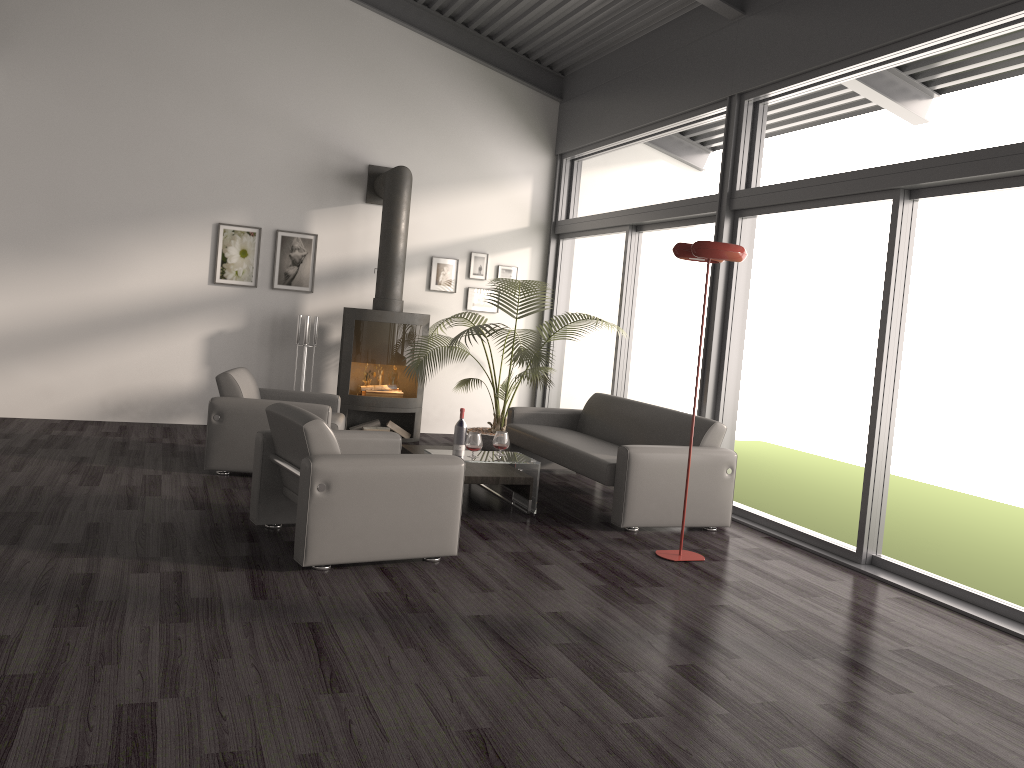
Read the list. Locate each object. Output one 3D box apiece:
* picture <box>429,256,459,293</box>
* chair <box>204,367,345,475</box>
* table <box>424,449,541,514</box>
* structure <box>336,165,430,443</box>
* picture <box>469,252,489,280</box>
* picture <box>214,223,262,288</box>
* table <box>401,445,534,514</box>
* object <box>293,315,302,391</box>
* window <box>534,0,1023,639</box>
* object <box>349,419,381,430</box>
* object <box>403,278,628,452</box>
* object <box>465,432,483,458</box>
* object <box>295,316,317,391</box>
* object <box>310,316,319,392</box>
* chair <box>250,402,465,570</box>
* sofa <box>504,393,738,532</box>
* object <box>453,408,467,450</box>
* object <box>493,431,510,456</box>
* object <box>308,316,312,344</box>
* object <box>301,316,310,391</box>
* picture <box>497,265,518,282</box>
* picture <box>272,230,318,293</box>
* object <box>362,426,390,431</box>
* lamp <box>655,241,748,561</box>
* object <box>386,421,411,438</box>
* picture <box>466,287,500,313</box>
[{"bbox_3d":[-0.703,-1.134,9.205,0.288,0.352,0.015,4,2,-22],"label":"picture"},{"bbox_3d":[-1.725,0.270,6.662,0.909,0.716,0.965,5,3,-7],"label":"chair"},{"bbox_3d":[-0.214,0.645,5.873,0.679,0.341,0.401,4,4,-22],"label":"table"},{"bbox_3d":[-1.312,-0.835,8.815,0.817,2.671,1.119,4,2,-22],"label":"structure"},{"bbox_3d":[-0.349,-1.242,9.336,0.191,0.280,0.015,4,2,-22],"label":"picture"},{"bbox_3d":[-2.612,-1.224,8.449,0.393,0.577,0.026,4,2,-22],"label":"picture"},{"bbox_3d":[-0.365,0.658,6.247,0.599,0.249,1.204,4,4,-22],"label":"table"},{"bbox_3d":[-2.055,-0.162,8.368,0.042,0.982,0.116,7,3,44],"label":"object"},{"bbox_3d":[2.289,-0.645,5.197,0.385,3.465,9.773,4,4,-22],"label":"window"},{"bbox_3d":[-1.408,0.421,8.492,0.305,0.191,0.104,4,3,-20],"label":"object"},{"bbox_3d":[-0.133,-0.182,8.288,1.716,1.664,2.125,4,4,-27],"label":"object"},{"bbox_3d":[-0.250,0.397,5.794,0.115,0.155,0.116,4,3,-13],"label":"object"},{"bbox_3d":[-1.979,-0.087,8.414,0.401,1.124,0.400,6,3,28],"label":"object"},{"bbox_3d":[-1.902,-0.119,8.448,0.075,1.051,0.145,6,2,29],"label":"object"},{"bbox_3d":[-0.812,0.494,4.747,0.909,0.716,0.966,3,4,-32],"label":"chair"},{"bbox_3d":[0.685,0.489,6.632,0.901,0.716,2.121,4,4,-22],"label":"sofa"},{"bbox_3d":[-0.360,0.352,6.173,0.092,0.370,0.093,4,2,-23],"label":"object"},{"bbox_3d":[-0.074,0.400,5.974,0.115,0.155,0.116,3,3,-31],"label":"object"},{"bbox_3d":[-1.969,-0.132,8.522,0.041,1.047,0.113,6,2,23],"label":"object"},{"bbox_3d":[-1.910,-0.125,8.301,0.167,1.019,0.078,6,2,30],"label":"object"},{"bbox_3d":[-0.046,-1.177,9.460,0.221,0.166,0.015,4,2,-22],"label":"picture"},{"bbox_3d":[-2.116,-1.193,8.646,0.393,0.577,0.026,4,2,-22],"label":"picture"},{"bbox_3d":[-1.294,0.442,8.442,0.257,0.068,0.073,3,4,-23],"label":"object"},{"bbox_3d":[1.042,0.096,5.041,0.364,1.786,0.354,4,2,-22],"label":"lamp"},{"bbox_3d":[-1.095,0.447,8.555,0.254,0.186,0.072,4,3,-21],"label":"object"},{"bbox_3d":[-0.302,-0.887,9.380,0.359,0.244,0.015,4,2,-22],"label":"picture"}]
